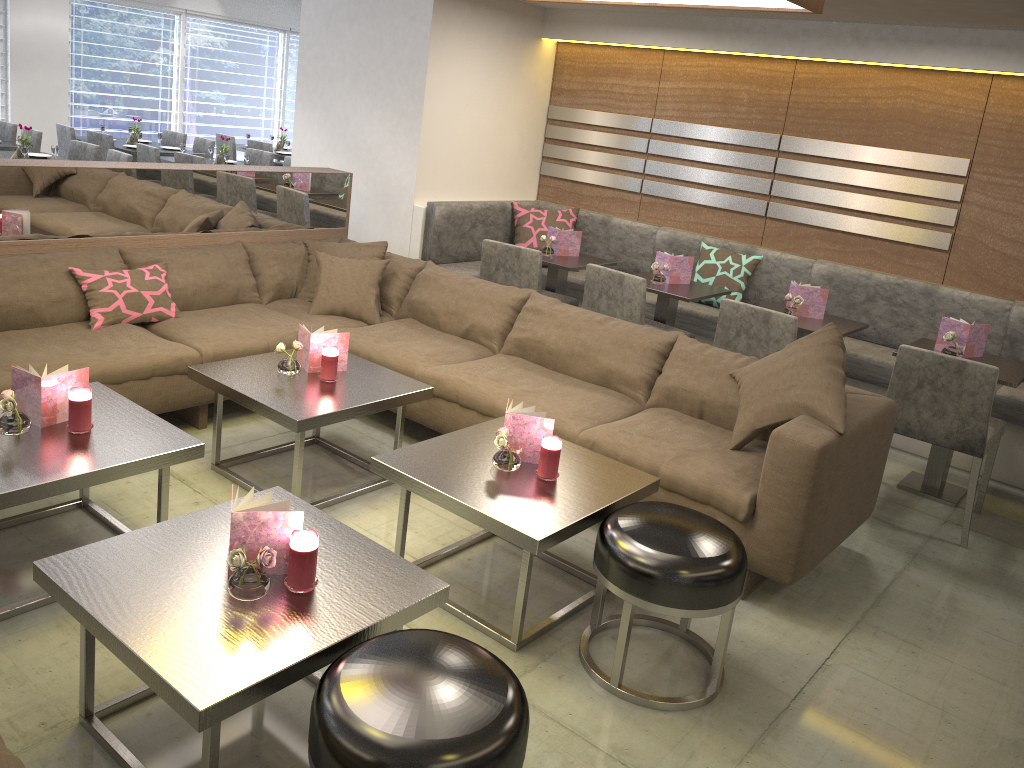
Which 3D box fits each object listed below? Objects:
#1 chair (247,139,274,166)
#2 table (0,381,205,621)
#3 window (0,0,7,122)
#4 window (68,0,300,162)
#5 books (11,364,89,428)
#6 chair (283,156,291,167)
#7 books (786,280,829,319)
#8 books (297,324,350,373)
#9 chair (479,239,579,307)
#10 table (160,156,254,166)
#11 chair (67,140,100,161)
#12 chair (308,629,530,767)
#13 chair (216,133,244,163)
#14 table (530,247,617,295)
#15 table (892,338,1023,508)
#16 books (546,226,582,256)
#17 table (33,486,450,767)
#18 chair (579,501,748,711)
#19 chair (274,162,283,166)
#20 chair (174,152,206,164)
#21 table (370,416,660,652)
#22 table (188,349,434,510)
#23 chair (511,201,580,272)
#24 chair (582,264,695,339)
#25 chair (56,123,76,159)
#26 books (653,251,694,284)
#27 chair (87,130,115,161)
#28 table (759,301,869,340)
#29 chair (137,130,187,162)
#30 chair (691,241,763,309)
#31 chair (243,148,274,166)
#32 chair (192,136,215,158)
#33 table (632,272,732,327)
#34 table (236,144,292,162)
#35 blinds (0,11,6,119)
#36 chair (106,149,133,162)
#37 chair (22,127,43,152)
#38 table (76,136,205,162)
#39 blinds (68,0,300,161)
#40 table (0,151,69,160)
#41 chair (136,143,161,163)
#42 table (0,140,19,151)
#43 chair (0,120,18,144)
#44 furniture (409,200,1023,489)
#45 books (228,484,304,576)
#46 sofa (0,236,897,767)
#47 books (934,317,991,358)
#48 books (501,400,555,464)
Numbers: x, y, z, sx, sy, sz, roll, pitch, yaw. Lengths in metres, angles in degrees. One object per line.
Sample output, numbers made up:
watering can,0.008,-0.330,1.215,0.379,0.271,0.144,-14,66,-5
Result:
chair,-2.687,-2.343,9.959,0.481,0.748,0.497,17,17,31
table,-1.414,0.335,2.666,0.665,0.404,0.663,19,20,35
window,-7.761,-2.749,6.891,0.160,2.033,7.159,17,20,35
window,-4.018,-3.751,11.537,0.160,2.034,3.688,17,19,35
books,-1.390,0.038,2.689,0.258,0.161,0.146,8,15,1
chair,-2.208,-1.715,8.190,0.483,0.748,0.495,20,20,40
books,1.517,-0.431,4.548,0.157,0.161,0.145,8,15,2
books,-0.751,-0.143,3.511,0.158,0.161,0.145,-3,18,-32
chair,0.068,-0.456,5.171,0.481,0.748,0.497,16,17,28
table,-2.642,-1.676,8.094,1.203,0.623,0.783,20,20,35
chair,-3.691,-1.588,7.193,0.481,0.748,0.497,17,17,31
chair,-0.193,0.765,1.750,0.427,0.442,0.426,17,18,32
chair,-3.130,-2.485,10.224,0.483,0.748,0.495,20,20,40
table,0.253,-0.468,5.455,0.512,0.643,0.510,19,19,35
table,2.027,0.194,4.102,0.512,0.643,0.510,19,19,35
books,0.319,-0.878,5.462,0.158,0.161,0.145,-3,18,-32
table,-0.629,0.627,2.067,0.665,0.404,0.663,19,20,35
chair,0.431,0.598,2.524,0.424,0.442,0.429,12,16,17
chair,-2.685,-2.608,10.789,0.481,0.748,0.497,17,17,31
chair,-2.626,-1.608,7.687,0.481,0.748,0.497,17,17,31
table,-0.004,0.460,2.843,0.665,0.404,0.663,19,20,35
table,-0.789,0.167,3.442,0.665,0.404,0.663,19,20,35
chair,0.226,-1.011,6.072,0.490,0.420,0.301,5,15,-9
chair,0.642,-0.247,4.750,0.494,0.748,0.484,-8,21,-44
chair,-4.240,-2.187,8.845,0.483,0.748,0.495,20,20,40
books,0.913,-0.657,5.008,0.158,0.161,0.145,-3,18,-32
chair,-3.798,-2.045,8.580,0.481,0.748,0.497,17,17,31
table,1.435,-0.027,4.553,0.512,0.643,0.510,19,19,35
chair,-3.795,-2.311,9.410,0.481,0.748,0.497,17,17,31
chair,1.289,-0.646,5.463,0.432,0.388,0.220,19,19,36
chair,-2.624,-1.873,8.517,0.481,0.748,0.497,17,17,31
chair,-3.380,-2.152,9.083,0.483,0.748,0.495,20,20,40
table,0.844,-0.247,5.004,0.512,0.643,0.510,19,19,35
table,-2.703,-2.410,10.366,1.203,0.623,0.783,20,20,35
blinds,-7.683,-2.742,6.815,0.046,2.004,7.154,17,20,35
chair,-3.275,-1.429,6.866,0.483,0.748,0.495,20,20,40
chair,-4.447,-1.866,7.759,0.483,0.748,0.495,20,20,40
table,-3.814,-2.113,8.988,1.203,0.623,0.783,20,20,35
blinds,-3.928,-3.748,11.477,0.046,2.005,3.679,17,19,35
table,-3.709,-1.390,6.770,1.203,0.623,0.783,20,20,35
chair,-3.069,-1.750,7.952,0.483,0.748,0.495,20,20,40
table,-4.881,-1.827,7.663,1.203,0.623,0.783,20,20,35
chair,-4.862,-2.025,8.086,0.481,0.748,0.497,17,17,31
furniture,0.980,0.186,3.379,5.714,0.838,4.290,20,22,35
books,-0.577,0.341,2.069,0.157,0.161,0.146,2,16,-17
sofa,-0.953,0.187,2.893,3.217,0.663,3.796,20,21,35
books,2.092,-0.217,4.109,0.158,0.161,0.145,-3,18,-32
books,0.052,0.158,2.896,0.157,0.161,0.145,8,15,2
